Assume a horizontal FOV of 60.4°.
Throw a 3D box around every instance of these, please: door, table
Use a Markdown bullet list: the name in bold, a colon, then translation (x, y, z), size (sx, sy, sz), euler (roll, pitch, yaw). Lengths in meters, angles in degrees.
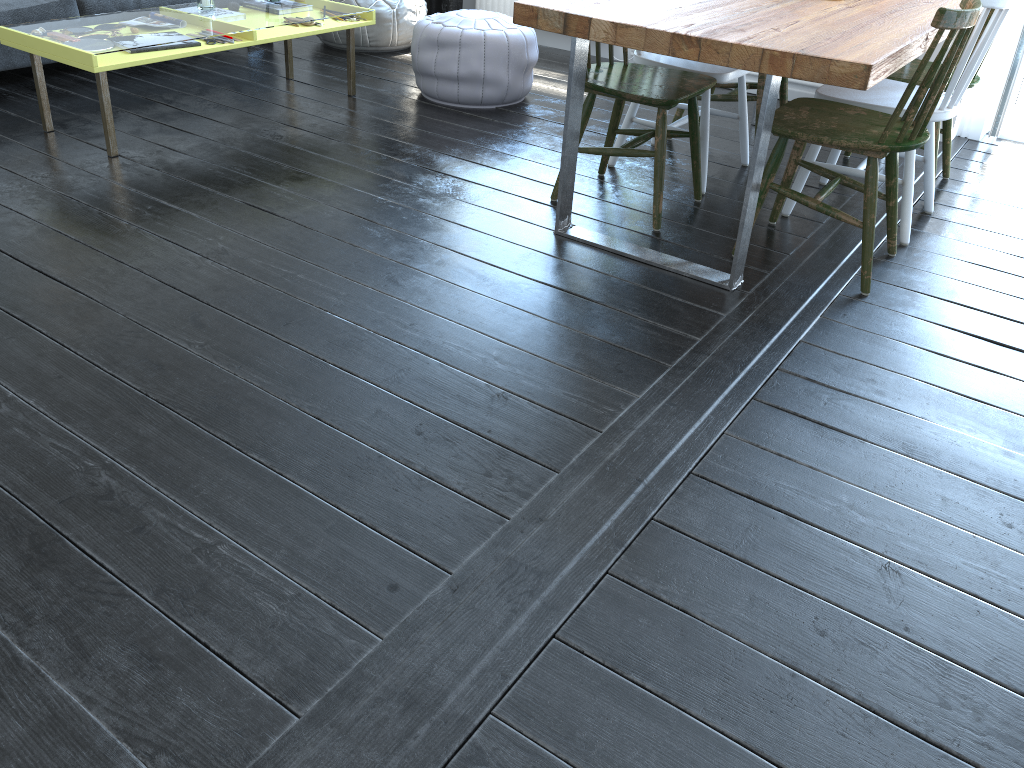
- **door**: translation (2.421, -2.096, 3.794), size (0.107, 1.929, 0.602), euler (24, 34, 32)
- **table**: translation (-1.282, -1.354, 3.743), size (0.611, 0.380, 1.447), euler (21, 36, 27)
- **table**: translation (1.033, -1.094, 3.283), size (1.036, 0.682, 2.300), euler (21, 36, 27)

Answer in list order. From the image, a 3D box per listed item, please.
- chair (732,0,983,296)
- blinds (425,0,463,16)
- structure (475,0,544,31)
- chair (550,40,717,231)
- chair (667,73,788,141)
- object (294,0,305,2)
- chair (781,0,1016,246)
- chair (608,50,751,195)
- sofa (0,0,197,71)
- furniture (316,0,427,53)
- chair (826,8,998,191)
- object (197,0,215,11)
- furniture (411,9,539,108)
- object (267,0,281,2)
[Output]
- **chair**: translation (1.020, -0.749, 2.626), size (0.494, 0.788, 0.483), euler (21, 33, 27)
- **blinds**: translation (-0.568, -3.565, 5.038), size (0.818, 2.831, 0.116), euler (21, 32, 29)
- **structure**: translation (0.221, -2.392, 5.235), size (1.084, 0.598, 0.075), euler (23, 33, 29)
- **chair**: translation (0.411, -1.016, 2.993), size (0.494, 0.787, 0.483), euler (21, 33, 27)
- **chair**: translation (0.951, -1.437, 3.731), size (0.494, 0.788, 0.483), euler (21, 33, 27)
- **object**: translation (-0.990, -1.816, 4.101), size (0.087, 0.063, 0.090), euler (-12, 34, -25)
- **chair**: translation (1.315, -0.959, 2.982), size (0.519, 0.802, 0.481), euler (21, 33, 28)
- **chair**: translation (0.657, -1.241, 3.368), size (0.519, 0.802, 0.481), euler (21, 33, 28)
- **sofa**: translation (-2.430, -1.975, 4.331), size (1.103, 0.689, 2.451), euler (22, 36, 27)
- **furniture**: translation (-0.846, -2.191, 5.166), size (0.692, 0.364, 0.701), euler (22, 36, 28)
- **chair**: translation (1.560, -1.171, 3.365), size (0.494, 0.787, 0.483), euler (21, 33, 27)
- **object**: translation (-1.316, -1.693, 3.771), size (0.075, 0.165, 0.078), euler (-7, 30, -19)
- **furniture**: translation (-0.178, -1.586, 4.275), size (0.623, 0.400, 0.633), euler (19, 34, 23)
- **object**: translation (-1.102, -1.840, 4.055), size (0.097, 0.139, 0.102), euler (1, 29, -6)
